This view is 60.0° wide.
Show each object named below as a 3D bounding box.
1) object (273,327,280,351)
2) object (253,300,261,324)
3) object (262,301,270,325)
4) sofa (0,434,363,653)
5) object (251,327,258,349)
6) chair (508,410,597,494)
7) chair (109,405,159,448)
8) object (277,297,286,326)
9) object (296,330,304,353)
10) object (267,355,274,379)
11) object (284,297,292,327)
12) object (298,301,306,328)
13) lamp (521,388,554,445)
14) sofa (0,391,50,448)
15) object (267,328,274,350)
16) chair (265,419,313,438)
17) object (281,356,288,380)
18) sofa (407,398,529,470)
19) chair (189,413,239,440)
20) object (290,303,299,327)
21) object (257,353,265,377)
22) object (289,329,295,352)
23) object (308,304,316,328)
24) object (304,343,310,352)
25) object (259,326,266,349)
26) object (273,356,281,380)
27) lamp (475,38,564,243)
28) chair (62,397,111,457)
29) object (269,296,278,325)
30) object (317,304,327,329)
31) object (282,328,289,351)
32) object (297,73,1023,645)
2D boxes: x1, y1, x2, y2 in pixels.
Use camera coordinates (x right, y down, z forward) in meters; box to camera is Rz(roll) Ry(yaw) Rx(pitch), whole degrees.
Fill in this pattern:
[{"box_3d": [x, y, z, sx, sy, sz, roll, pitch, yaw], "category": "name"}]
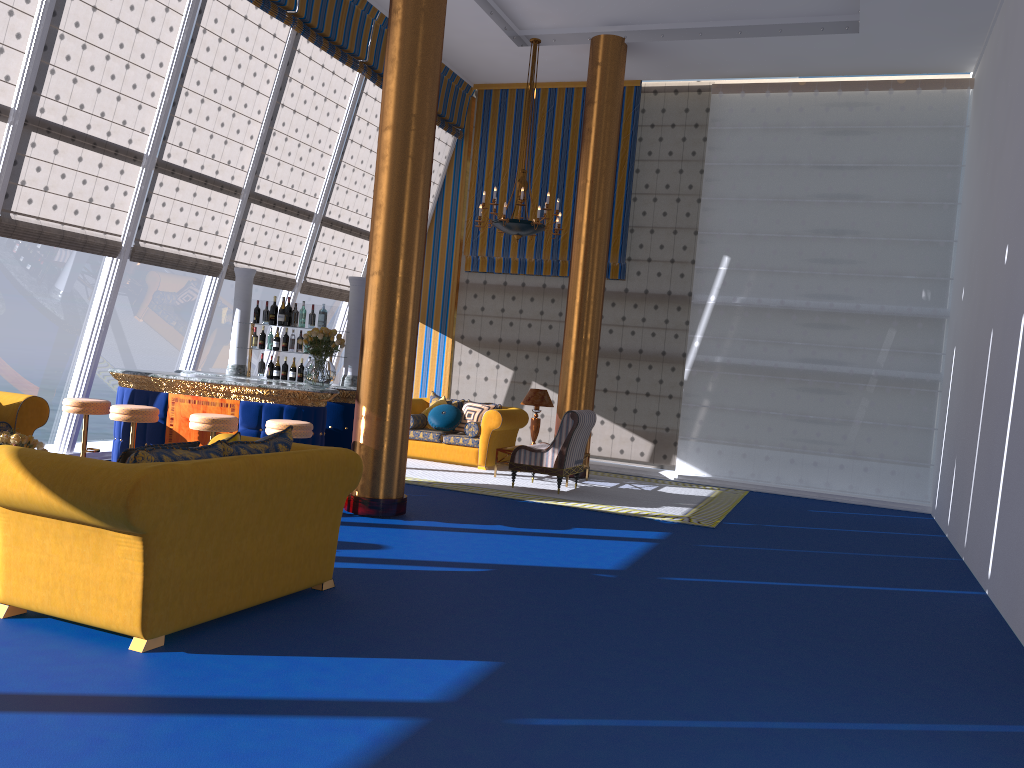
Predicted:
[{"box_3d": [-2.427, -0.465, 9.164, 0.068, 0.244, 0.068, 5, 2, 2], "category": "object"}, {"box_3d": [-2.665, -0.754, 9.276, 0.065, 0.244, 0.066, 6, 2, 24], "category": "object"}, {"box_3d": [-2.572, -0.746, 9.288, 0.073, 0.246, 0.072, 5, 2, -20], "category": "object"}, {"box_3d": [-1.744, 0.748, 4.793, 1.003, 0.854, 1.861, 6, 1, 22], "category": "sofa"}, {"box_3d": [-2.668, -0.481, 9.207, 0.066, 0.225, 0.066, 5, 2, -10], "category": "object"}, {"box_3d": [0.489, 0.761, 10.472, 0.778, 0.967, 0.799, 6, 1, 21], "category": "chair"}, {"box_3d": [-3.298, 0.578, 7.694, 0.402, 0.782, 0.394, 4, 2, -31], "category": "chair"}, {"box_3d": [-2.366, -0.750, 9.152, 0.084, 0.303, 0.085, 6, 2, 15], "category": "object"}, {"box_3d": [-2.178, -0.438, 9.128, 0.071, 0.232, 0.071, 5, 2, -1], "category": "object"}, {"box_3d": [-2.504, -0.175, 9.215, 0.065, 0.244, 0.066, 6, 2, 24], "category": "object"}, {"box_3d": [-2.311, -0.747, 9.159, 0.080, 0.303, 0.082, 6, 2, 37], "category": "object"}, {"box_3d": [-2.144, -0.715, 9.093, 0.068, 0.271, 0.070, 6, 2, 31], "category": "object"}, {"box_3d": [0.317, 0.458, 11.674, 0.445, 0.783, 0.447, 5, 1, 5], "category": "lamp"}, {"box_3d": [-4.585, 0.444, 6.563, 0.994, 0.854, 1.859, 6, 1, 21], "category": "sofa"}, {"box_3d": [-2.501, -0.469, 9.189, 0.059, 0.230, 0.058, 5, 2, -20], "category": "object"}, {"box_3d": [-1.933, 0.704, 7.597, 0.400, 0.782, 0.397, 5, 2, -9], "category": "chair"}, {"box_3d": [-2.344, -0.163, 9.162, 0.065, 0.244, 0.065, 5, 2, 2], "category": "object"}, {"box_3d": [-0.812, 0.683, 12.578, 1.833, 0.854, 1.019, 6, 1, 22], "category": "sofa"}, {"box_3d": [-2.554, 0.649, 7.525, 0.401, 0.782, 0.395, 5, 2, -20], "category": "chair"}, {"box_3d": [-2.234, -0.710, 9.132, 0.077, 0.248, 0.076, 5, 2, -16], "category": "object"}, {"box_3d": [-2.597, -0.200, 9.211, 0.071, 0.242, 0.071, 5, 2, 2], "category": "object"}, {"box_3d": [-2.257, -0.450, 9.124, 0.057, 0.239, 0.056, 5, 2, -5], "category": "object"}, {"box_3d": [-2.048, -0.695, 9.098, 0.073, 0.246, 0.072, 5, 2, -20], "category": "object"}, {"box_3d": [-2.103, -0.431, 9.124, 0.059, 0.230, 0.058, 5, 2, -20], "category": "object"}, {"box_3d": [-2.587, -0.484, 9.205, 0.065, 0.244, 0.065, 5, 2, 2], "category": "object"}, {"box_3d": [-2.429, -0.167, 9.189, 0.068, 0.244, 0.068, 5, 2, 2], "category": "object"}, {"box_3d": [0.171, -2.895, 10.604, 1.060, 2.422, 1.058, 5, 2, -3], "category": "lamp"}, {"box_3d": [-3.858, 0.522, 8.002, 0.402, 0.782, 0.394, 4, 2, -31], "category": "chair"}, {"box_3d": [-2.465, -0.760, 9.188, 0.080, 0.303, 0.082, 6, 2, 26], "category": "object"}, {"box_3d": [-1.942, -0.694, 9.103, 0.091, 0.259, 0.092, 5, 2, 4], "category": "object"}, {"box_3d": [-2.331, -0.460, 9.147, 0.065, 0.244, 0.065, 5, 2, 2], "category": "object"}, {"box_3d": [-0.407, -6.952, 5.871, 62.703, 33.610, 63.830, 6, 1, 27], "category": "object"}]
